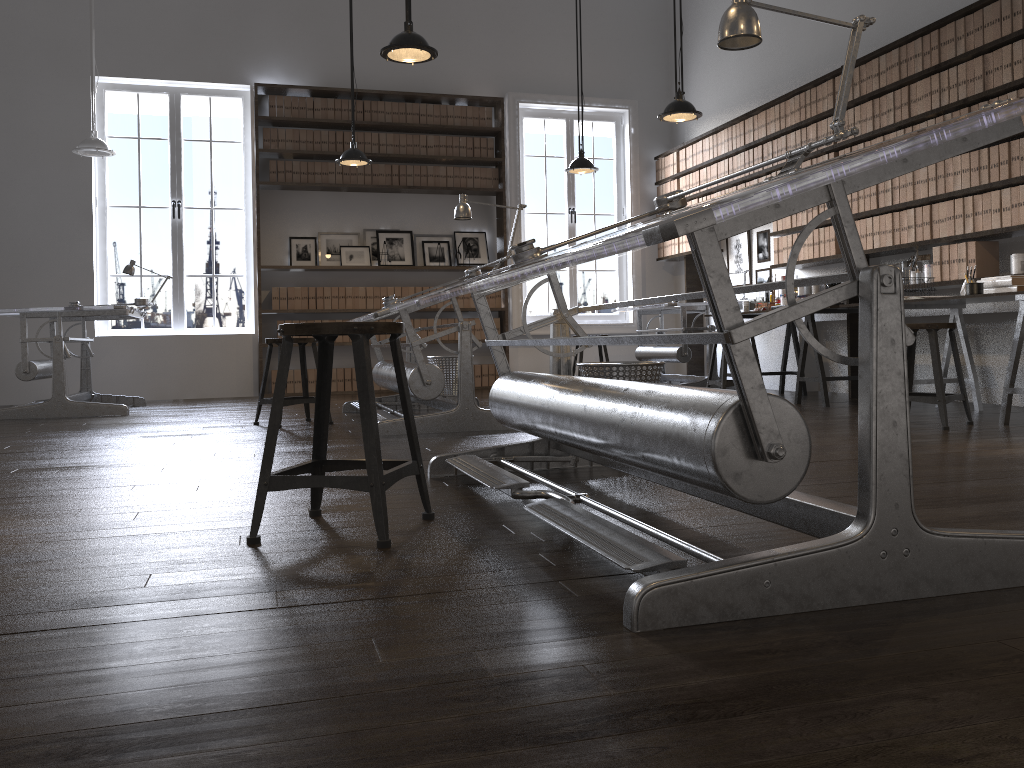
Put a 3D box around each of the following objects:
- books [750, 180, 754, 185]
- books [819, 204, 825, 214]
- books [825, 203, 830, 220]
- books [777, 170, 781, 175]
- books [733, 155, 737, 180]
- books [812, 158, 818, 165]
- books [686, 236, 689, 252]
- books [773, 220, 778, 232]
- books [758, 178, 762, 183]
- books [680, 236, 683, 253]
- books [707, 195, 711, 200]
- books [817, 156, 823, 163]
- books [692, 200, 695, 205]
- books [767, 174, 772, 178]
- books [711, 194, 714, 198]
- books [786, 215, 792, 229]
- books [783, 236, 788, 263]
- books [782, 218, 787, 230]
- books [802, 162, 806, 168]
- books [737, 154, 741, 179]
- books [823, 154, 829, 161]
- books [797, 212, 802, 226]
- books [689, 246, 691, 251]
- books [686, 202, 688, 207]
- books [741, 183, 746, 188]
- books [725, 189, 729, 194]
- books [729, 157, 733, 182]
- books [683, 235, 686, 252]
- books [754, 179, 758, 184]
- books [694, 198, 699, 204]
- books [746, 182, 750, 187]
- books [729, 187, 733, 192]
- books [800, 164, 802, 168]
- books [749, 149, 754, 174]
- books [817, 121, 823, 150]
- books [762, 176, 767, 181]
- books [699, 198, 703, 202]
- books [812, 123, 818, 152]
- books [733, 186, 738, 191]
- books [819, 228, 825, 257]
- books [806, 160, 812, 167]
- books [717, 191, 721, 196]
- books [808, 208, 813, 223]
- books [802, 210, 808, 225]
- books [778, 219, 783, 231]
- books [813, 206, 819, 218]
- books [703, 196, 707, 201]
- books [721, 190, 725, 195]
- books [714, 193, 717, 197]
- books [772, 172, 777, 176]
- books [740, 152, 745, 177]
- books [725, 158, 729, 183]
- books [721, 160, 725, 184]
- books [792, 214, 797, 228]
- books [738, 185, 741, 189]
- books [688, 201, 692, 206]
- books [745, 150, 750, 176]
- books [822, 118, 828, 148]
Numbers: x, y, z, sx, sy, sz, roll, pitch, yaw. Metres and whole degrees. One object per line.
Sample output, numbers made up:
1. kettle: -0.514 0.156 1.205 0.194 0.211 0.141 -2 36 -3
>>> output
1. books: 2.177 -1.662 7.739 0.174 0.226 0.066 -1 0 -16
2. books: 2.452 -1.354 6.799 0.174 0.225 0.066 -1 0 -16
3. books: 2.470 -1.351 6.726 0.174 0.225 0.066 -1 0 -16
4. books: 2.290 -1.653 7.335 0.174 0.226 0.066 -1 0 -16
5. books: 2.095 -1.948 8.012 0.174 0.226 0.066 -1 0 -16
6. books: 2.424 -1.635 6.875 0.174 0.226 0.066 -1 0 -16
7. books: 1.844 -1.439 8.914 0.174 0.225 0.066 -1 0 -16
8. books: 2.273 -1.378 7.405 0.174 0.226 0.067 -1 0 -16
9. books: 2.212 -1.657 7.610 0.174 0.225 0.066 -1 0 -16
10. books: 1.803 -1.444 9.043 0.174 0.226 0.067 -1 0 -16
11. books: 1.963 -1.692 8.484 0.174 0.226 0.066 -1 0 -16
12. books: 2.444 -1.632 6.806 0.174 0.226 0.066 -1 0 -16
13. books: 1.877 -1.710 8.777 0.174 0.225 0.066 -1 0 -16
14. books: 2.246 -1.652 7.479 0.174 0.226 0.067 -1 0 -16
15. books: 1.984 -1.689 8.418 0.174 0.226 0.066 -1 0 -16
16. books: 2.327 -1.371 7.210 0.174 0.226 0.067 -1 0 -16
17. books: 2.318 -1.102 7.272 0.174 0.225 0.066 -1 0 -16
18. books: 2.313 -1.373 7.276 0.174 0.225 0.066 -1 0 -16
19. books: 2.386 -1.640 7.003 0.174 0.225 0.066 -1 0 -16
20. books: 2.110 -1.945 7.944 0.174 0.226 0.066 -1 0 -16
21. books: 2.459 -1.629 6.737 0.174 0.226 0.066 -1 0 -16
22. books: 2.371 -1.366 7.079 0.174 0.226 0.066 -1 0 -16
23. books: 1.858 -1.436 8.848 0.174 0.226 0.067 -1 0 -16
24. books: 1.841 -1.716 8.917 0.174 0.226 0.066 -1 0 -16
25. books: 2.134 -1.667 7.875 0.174 0.226 0.066 -1 0 -16
26. books: 2.057 -1.678 8.150 0.174 0.225 0.066 -1 0 -16
27. books: 2.074 -1.950 8.079 0.174 0.226 0.066 -1 0 -16
28. books: 1.825 -1.441 8.974 0.174 0.225 0.066 -1 0 -16
29. books: 2.190 -1.659 7.673 0.174 0.226 0.067 -1 0 -16
30. books: 1.891 -1.708 8.715 0.174 0.226 0.067 -1 0 -16
31. books: 2.157 -1.665 7.808 0.174 0.226 0.066 -1 0 -16
32. books: 2.078 -1.676 8.088 0.174 0.225 0.066 -1 0 -16
33. books: 2.367 -1.642 7.063 0.174 0.225 0.066 -1 0 -16
34. books: 2.168 -1.937 7.744 0.174 0.225 0.066 -1 0 -16
35. books: 2.440 -1.899 6.799 0.174 0.225 0.066 -1 0 -16
36. books: 2.228 -1.654 7.549 0.174 0.225 0.066 -1 0 -16
37. books: 1.919 -1.697 8.630 0.174 0.225 0.066 -1 0 -16
38. books: 2.417 -1.902 6.861 0.174 0.226 0.067 -1 0 -16
39. books: 2.093 -1.673 8.015 0.174 0.226 0.067 -1 0 -16
40. books: 2.453 -1.084 6.801 0.174 0.225 0.066 -1 0 -16
41. books: 2.400 -1.637 6.938 0.174 0.226 0.067 -1 0 -16
42. books: 2.016 -1.683 8.279 0.174 0.226 0.066 -1 0 -16
43. books: 2.410 -1.360 6.943 0.174 0.226 0.066 -1 0 -16
44. books: 2.386 -1.363 7.010 0.174 0.226 0.066 -1 0 -16
45. books: 2.294 -1.376 7.336 0.174 0.225 0.066 -1 0 -16
46. books: 2.426 -1.357 6.869 0.174 0.226 0.067 -1 0 -16
47. books: 1.939 -1.694 8.551 0.174 0.226 0.067 -1 0 -16
48. books: 2.036 -1.680 8.210 0.174 0.226 0.067 -1 0 -16
49. books: 1.999 -1.686 8.350 0.174 0.226 0.066 -1 0 -16
50. books: 2.266 -1.655 7.403 0.174 0.226 0.066 -1 0 -16
51. books: 2.127 -1.942 7.873 0.174 0.226 0.066 -1 0 -16
52. books: 2.050 -1.953 8.145 0.174 0.226 0.067 -1 0 -16
53. books: 2.032 -1.956 8.215 0.174 0.225 0.066 -1 0 -16
54. books: 2.351 -1.368 7.147 0.174 0.226 0.066 -1 0 -16
55. books: 2.119 -1.670 7.944 0.174 0.226 0.066 -1 0 -16
56. books: 1.858 -1.713 8.849 0.174 0.226 0.066 -1 0 -16
57. books: 2.147 -1.939 7.804 0.174 0.226 0.067 -1 0 -16
58. books: 2.456 -1.897 6.738 0.174 0.225 0.066 -1 0 -16
